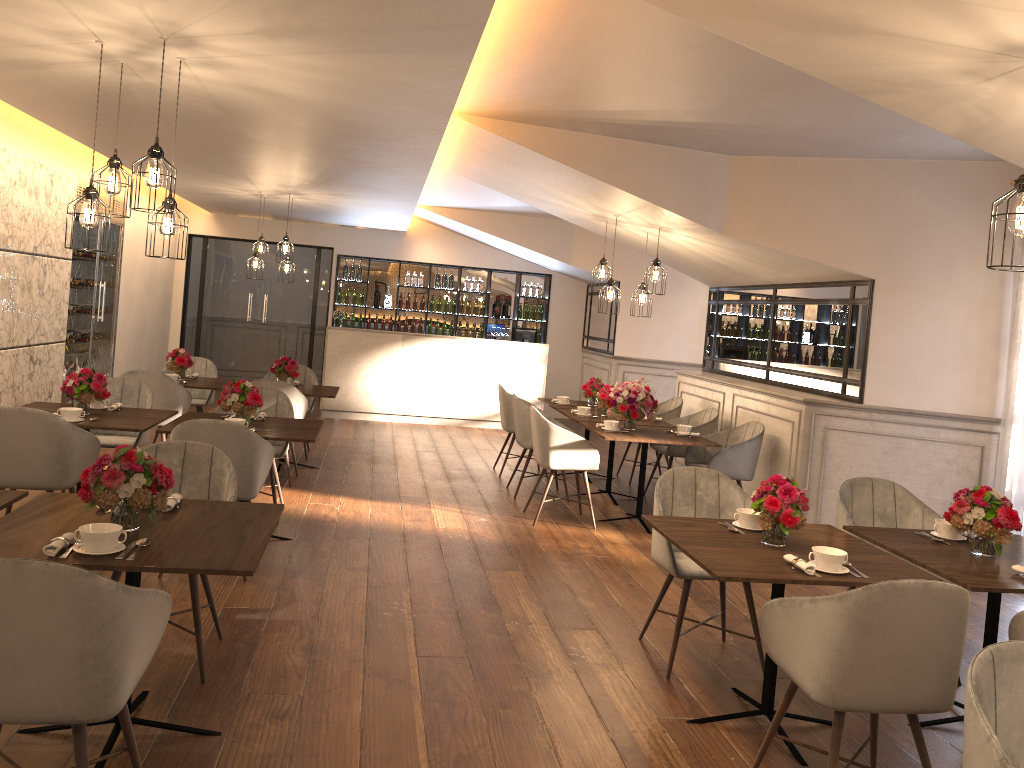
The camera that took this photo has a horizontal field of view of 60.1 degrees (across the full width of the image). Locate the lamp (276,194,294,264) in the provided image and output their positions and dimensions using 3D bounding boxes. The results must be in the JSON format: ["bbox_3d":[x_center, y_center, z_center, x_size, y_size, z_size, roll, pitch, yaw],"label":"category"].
[{"bbox_3d":[-2.378,-2.333,9.562,0.175,2.068,0.175,5,1,-7],"label":"lamp"}]

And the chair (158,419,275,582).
[{"bbox_3d":[-1.647,0.595,4.930,0.564,0.871,0.527,5,2,-9],"label":"chair"}]

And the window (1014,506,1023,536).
[{"bbox_3d":[4.075,0.365,4.394,0.494,2.385,14.571,5,4,-13],"label":"window"}]

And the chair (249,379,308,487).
[{"bbox_3d":[-2.016,0.373,7.378,0.564,0.871,0.527,5,2,-9],"label":"chair"}]

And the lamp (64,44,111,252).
[{"bbox_3d":[-1.906,-1.656,4.129,0.175,2.068,0.175,5,1,-7],"label":"lamp"}]

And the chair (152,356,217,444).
[{"bbox_3d":[-3.143,0.185,8.549,0.564,0.871,0.527,5,2,-9],"label":"chair"}]

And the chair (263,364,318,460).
[{"bbox_3d":[-2.198,0.255,8.693,0.564,0.871,0.527,5,2,-9],"label":"chair"}]

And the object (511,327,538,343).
[{"bbox_3d":[0.181,-0.613,12.260,0.408,0.328,0.130,3,2,-31],"label":"object"}]

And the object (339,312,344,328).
[{"bbox_3d":[-2.261,-0.854,11.724,0.065,0.207,0.146,4,2,-17],"label":"object"}]

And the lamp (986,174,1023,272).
[{"bbox_3d":[1.667,-1.386,2.738,0.175,2.068,0.175,5,1,-7],"label":"lamp"}]

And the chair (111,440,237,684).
[{"bbox_3d":[-1.446,0.709,3.696,0.564,0.871,0.527,5,2,-9],"label":"chair"}]

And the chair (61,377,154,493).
[{"bbox_3d":[-2.775,0.408,6.100,0.564,0.871,0.527,5,2,-9],"label":"chair"}]

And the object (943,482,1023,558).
[{"bbox_3d":[1.989,0.563,3.721,0.234,0.301,0.306,3,3,-34],"label":"object"}]

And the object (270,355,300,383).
[{"bbox_3d":[-2.072,-0.121,8.029,0.306,0.301,0.234,7,3,39],"label":"object"}]

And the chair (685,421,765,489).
[{"bbox_3d":[1.680,0.716,7.045,0.526,0.871,0.566,5,2,-9],"label":"chair"}]

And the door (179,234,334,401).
[{"bbox_3d":[-3.829,-0.977,13.297,2.104,2.331,0.274,5,1,-9],"label":"door"}]

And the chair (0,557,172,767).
[{"bbox_3d":[-1.264,0.827,2.381,0.564,0.871,0.527,5,2,-9],"label":"chair"}]

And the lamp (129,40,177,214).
[{"bbox_3d":[-1.539,-1.807,3.974,0.175,2.068,0.175,5,1,-7],"label":"lamp"}]

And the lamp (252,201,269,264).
[{"bbox_3d":[-2.777,-2.405,10.038,0.175,2.068,0.175,5,1,-7],"label":"lamp"}]

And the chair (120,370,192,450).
[{"bbox_3d":[-2.961,0.303,7.234,0.564,0.871,0.527,5,2,-9],"label":"chair"}]

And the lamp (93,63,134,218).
[{"bbox_3d":[-1.938,-1.879,4.450,0.175,2.068,0.175,5,1,-7],"label":"lamp"}]

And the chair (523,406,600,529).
[{"bbox_3d":[0.375,0.621,6.827,0.526,0.871,0.566,5,2,-9],"label":"chair"}]

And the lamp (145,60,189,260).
[{"bbox_3d":[-1.604,-1.644,4.303,0.175,2.068,0.175,5,1,-7],"label":"lamp"}]

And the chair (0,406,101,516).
[{"bbox_3d":[-2.592,0.526,4.785,0.564,0.871,0.527,5,2,-9],"label":"chair"}]

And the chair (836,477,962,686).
[{"bbox_3d":[1.865,0.942,4.352,0.564,0.871,0.527,5,2,-9],"label":"chair"}]

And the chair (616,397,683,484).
[{"bbox_3d":[1.401,0.547,8.902,0.526,0.871,0.566,5,2,-9],"label":"chair"}]

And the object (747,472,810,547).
[{"bbox_3d":[1.066,0.496,3.567,0.234,0.301,0.305,5,3,10],"label":"object"}]

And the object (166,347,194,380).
[{"bbox_3d":[-2.951,-0.186,7.887,0.234,0.301,0.306,3,3,-34],"label":"object"}]

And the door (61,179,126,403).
[{"bbox_3d":[-4.436,-0.835,9.425,0.134,2.465,1.862,5,2,-9],"label":"door"}]

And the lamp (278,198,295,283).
[{"bbox_3d":[-2.443,-2.170,9.891,0.175,2.068,0.175,5,1,-7],"label":"lamp"}]

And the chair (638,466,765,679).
[{"bbox_3d":[0.920,0.872,4.207,0.564,0.871,0.527,5,2,-9],"label":"chair"}]

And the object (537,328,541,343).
[{"bbox_3d":[0.428,-0.752,13.901,0.065,0.261,0.066,4,2,-30],"label":"object"}]

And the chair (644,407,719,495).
[{"bbox_3d":[1.541,0.632,7.974,0.526,0.871,0.566,5,2,-9],"label":"chair"}]

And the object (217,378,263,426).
[{"bbox_3d":[-1.683,0.107,5.535,0.306,0.301,0.234,6,3,24],"label":"object"}]

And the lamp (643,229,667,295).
[{"bbox_3d":[1.285,-1.787,7.453,0.175,2.068,0.175,5,1,-7],"label":"lamp"}]

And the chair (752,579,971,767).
[{"bbox_3d":[1.148,0.993,2.899,0.564,0.871,0.527,5,2,-9],"label":"chair"}]

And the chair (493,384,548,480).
[{"bbox_3d":[0.095,0.452,8.684,0.526,0.871,0.566,5,2,-9],"label":"chair"}]

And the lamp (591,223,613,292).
[{"bbox_3d":[0.886,-1.858,7.929,0.175,2.068,0.175,5,1,-7],"label":"lamp"}]

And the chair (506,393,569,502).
[{"bbox_3d":[0.235,0.537,7.755,0.526,0.871,0.566,5,2,-9],"label":"chair"}]

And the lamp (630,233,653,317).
[{"bbox_3d":[1.220,-1.623,7.782,0.175,2.068,0.175,5,1,-7],"label":"lamp"}]

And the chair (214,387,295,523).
[{"bbox_3d":[-1.830,0.477,6.245,0.564,0.871,0.527,5,2,-9],"label":"chair"}]

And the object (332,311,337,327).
[{"bbox_3d":[-2.344,-0.860,11.707,0.065,0.207,0.065,4,1,-18],"label":"object"}]

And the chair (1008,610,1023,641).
[{"bbox_3d":[2.093,1.063,3.044,0.564,0.871,0.527,5,2,-9],"label":"chair"}]

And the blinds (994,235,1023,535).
[{"bbox_3d":[3.526,0.066,5.505,0.133,2.695,1.384,5,2,-9],"label":"blinds"}]

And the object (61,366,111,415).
[{"bbox_3d":[-2.623,0.034,5.419,0.305,0.301,0.234,6,2,13],"label":"object"}]

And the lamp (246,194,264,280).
[{"bbox_3d":[-2.745,-2.182,9.717,0.175,2.068,0.175,5,1,-7],"label":"lamp"}]

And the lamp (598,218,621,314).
[{"bbox_3d":[0.918,-1.636,7.608,0.175,2.068,0.175,5,1,-7],"label":"lamp"}]

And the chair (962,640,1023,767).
[{"bbox_3d":[1.265,1.080,1.911,0.564,0.871,0.527,5,2,-9],"label":"chair"}]
